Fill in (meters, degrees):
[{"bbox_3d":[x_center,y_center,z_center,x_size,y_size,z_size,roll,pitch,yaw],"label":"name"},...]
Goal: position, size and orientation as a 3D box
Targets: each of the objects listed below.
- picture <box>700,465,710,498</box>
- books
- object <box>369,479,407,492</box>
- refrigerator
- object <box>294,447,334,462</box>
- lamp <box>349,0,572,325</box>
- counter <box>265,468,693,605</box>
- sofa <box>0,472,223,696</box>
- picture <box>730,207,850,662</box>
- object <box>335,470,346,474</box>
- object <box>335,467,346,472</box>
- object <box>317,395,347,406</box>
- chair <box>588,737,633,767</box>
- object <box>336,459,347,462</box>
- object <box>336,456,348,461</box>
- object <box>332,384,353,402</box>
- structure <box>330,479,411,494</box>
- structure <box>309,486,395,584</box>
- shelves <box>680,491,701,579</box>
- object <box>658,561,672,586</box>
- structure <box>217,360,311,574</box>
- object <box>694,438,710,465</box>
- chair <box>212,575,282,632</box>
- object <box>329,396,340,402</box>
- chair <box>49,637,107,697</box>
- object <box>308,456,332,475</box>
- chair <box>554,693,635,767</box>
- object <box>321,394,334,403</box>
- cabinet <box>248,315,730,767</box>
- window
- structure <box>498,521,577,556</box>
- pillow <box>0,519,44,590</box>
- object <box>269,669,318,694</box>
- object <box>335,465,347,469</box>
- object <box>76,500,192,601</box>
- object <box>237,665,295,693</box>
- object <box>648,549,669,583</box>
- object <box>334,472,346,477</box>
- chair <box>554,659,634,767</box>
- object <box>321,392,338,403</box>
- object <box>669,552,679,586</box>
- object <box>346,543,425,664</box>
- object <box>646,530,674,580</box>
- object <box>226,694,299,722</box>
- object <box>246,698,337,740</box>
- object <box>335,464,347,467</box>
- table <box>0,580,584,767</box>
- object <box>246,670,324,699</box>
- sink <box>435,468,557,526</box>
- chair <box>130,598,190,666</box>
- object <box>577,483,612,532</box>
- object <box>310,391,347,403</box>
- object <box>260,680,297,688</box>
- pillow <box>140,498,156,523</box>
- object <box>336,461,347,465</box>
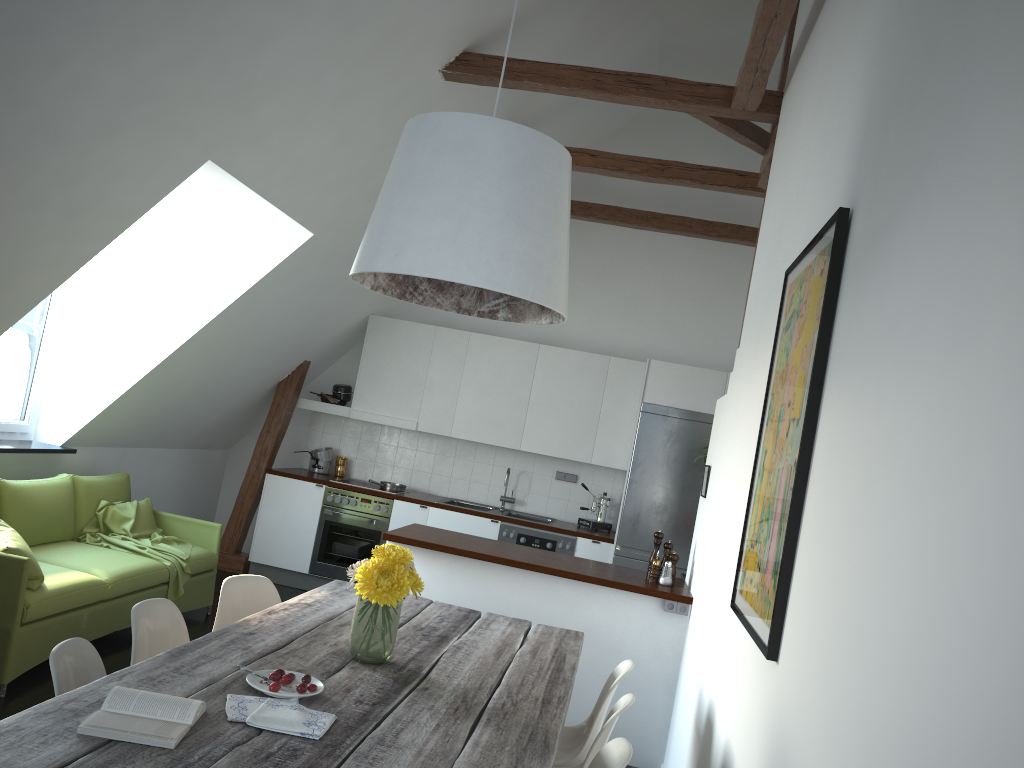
[{"bbox_3d":[1.093,0.549,5.003,0.023,0.182,0.250,10,-3,8],"label":"picture"},{"bbox_3d":[-0.815,0.733,1.979,0.202,0.042,0.251,11,-3,-4],"label":"books"},{"bbox_3d":[-1.079,0.864,7.618,0.351,0.061,0.232,12,-3,-18],"label":"object"},{"bbox_3d":[1.150,1.110,6.889,0.609,1.868,0.031,10,-3,8],"label":"refrigerator"},{"bbox_3d":[-1.769,0.625,7.901,0.371,0.169,0.203,12,-3,-20],"label":"object"},{"bbox_3d":[0.117,-1.638,2.905,0.757,2.813,0.697,13,-4,-32],"label":"lamp"},{"bbox_3d":[-0.508,0.952,6.334,3.365,0.038,3.085,10,-3,8],"label":"counter"},{"bbox_3d":[-2.516,0.991,5.066,0.898,0.825,2.093,10,-3,7],"label":"sofa"},{"bbox_3d":[0.814,0.153,2.673,0.036,1.181,0.808,10,-3,8],"label":"picture"},{"bbox_3d":[-1.537,0.788,7.930,0.100,0.048,0.099,9,-4,26],"label":"object"},{"bbox_3d":[-1.536,0.771,7.932,0.099,0.051,0.099,11,-3,-6],"label":"object"},{"bbox_3d":[-1.586,0.151,7.854,0.243,0.056,0.350,11,-3,-3],"label":"object"},{"bbox_3d":[-0.017,1.318,2.375,0.542,0.801,0.465,10,-3,4],"label":"chair"},{"bbox_3d":[-1.527,0.694,7.935,0.100,0.036,0.100,8,-4,37],"label":"object"},{"bbox_3d":[-1.522,0.674,7.935,0.100,0.047,0.099,11,-3,4],"label":"object"},{"bbox_3d":[-1.518,0.080,7.915,0.190,0.166,0.200,13,-4,-29],"label":"object"},{"bbox_3d":[-1.201,0.889,7.549,0.574,0.041,0.504,10,-3,8],"label":"structure"},{"bbox_3d":[-1.268,1.275,7.540,0.583,0.725,0.749,10,-3,8],"label":"structure"},{"bbox_3d":[1.413,0.994,5.386,0.660,0.553,0.408,10,-3,8],"label":"shelves"},{"bbox_3d":[0.845,1.033,4.843,0.069,0.135,0.069,12,-3,-17],"label":"object"},{"bbox_3d":[-3.176,0.098,1.614,1.023,1.963,12.350,10,-3,8],"label":"structure"},{"bbox_3d":[1.395,0.469,5.526,0.493,0.486,0.506,9,-4,28],"label":"object"},{"bbox_3d":[-0.951,1.204,3.449,0.542,0.801,0.465,9,-4,34],"label":"chair"},{"bbox_3d":[-1.582,0.130,7.857,0.065,0.031,0.335,13,-4,-34],"label":"object"},{"bbox_3d":[-1.007,1.129,2.352,0.542,0.801,0.465,11,-3,-6],"label":"chair"},{"bbox_3d":[-1.693,0.717,7.853,0.200,0.154,0.348,11,-3,-12],"label":"object"},{"bbox_3d":[0.063,1.364,2.903,0.542,0.801,0.465,10,-3,14],"label":"chair"},{"bbox_3d":[-1.628,0.123,7.808,0.065,0.065,0.332,12,-4,-25],"label":"object"},{"bbox_3d":[-0.033,0.755,6.314,4.208,2.369,3.033,10,-3,8],"label":"cabinet"},{"bbox_3d":[-0.414,-1.528,1.546,5.959,4.249,8.018,10,-3,8],"label":"window"},{"bbox_3d":[0.178,1.527,7.244,0.612,0.725,0.582,10,-3,8],"label":"structure"},{"bbox_3d":[-2.481,0.754,4.303,0.600,0.387,0.475,10,-3,5],"label":"pillow"},{"bbox_3d":[-0.587,0.795,2.365,0.132,0.034,0.144,12,-4,-20],"label":"object"},{"bbox_3d":[-1.534,0.750,7.936,0.099,0.043,0.100,11,-3,-4],"label":"object"},{"bbox_3d":[-2.313,1.043,5.676,0.722,0.493,0.711,11,-3,3],"label":"object"},{"bbox_3d":[-0.656,0.783,2.359,0.194,0.022,0.019,9,-4,24],"label":"object"},{"bbox_3d":[0.807,0.999,4.894,0.080,0.192,0.058,11,-3,-8],"label":"object"},{"bbox_3d":[-1.539,0.810,7.930,0.100,0.036,0.100,10,-3,5],"label":"object"},{"bbox_3d":[0.125,1.403,3.371,0.542,0.801,0.465,10,-3,9],"label":"chair"},{"bbox_3d":[-1.614,0.119,7.817,0.061,0.077,0.331,13,-4,-33],"label":"object"},{"bbox_3d":[0.886,1.019,4.909,0.058,0.184,0.058,10,-3,5],"label":"object"},{"bbox_3d":[-0.414,0.690,2.812,0.233,0.365,0.293,12,-4,-21],"label":"object"},{"bbox_3d":[0.837,0.964,4.977,0.123,0.283,0.061,10,-3,8],"label":"object"},{"bbox_3d":[-0.608,0.796,2.175,0.182,0.014,0.185,12,-3,-18],"label":"object"},{"bbox_3d":[-0.529,0.808,2.147,0.182,0.016,0.179,11,-3,3],"label":"object"},{"bbox_3d":[-1.531,0.729,7.937,0.099,0.057,0.101,10,-3,20],"label":"object"},{"bbox_3d":[-0.462,1.261,2.721,1.141,0.788,2.421,10,-3,8],"label":"table"},{"bbox_3d":[-0.604,0.803,2.356,0.205,0.024,0.205,11,-3,0],"label":"object"},{"bbox_3d":[-0.098,0.964,7.474,0.963,0.519,0.671,10,-3,8],"label":"sink"},{"bbox_3d":[-1.028,1.156,2.878,0.542,0.801,0.465,10,-3,9],"label":"chair"},{"bbox_3d":[0.692,1.040,7.506,0.353,0.370,0.206,13,-4,-35],"label":"object"},{"bbox_3d":[-1.648,0.127,7.903,0.357,0.075,0.244,12,-4,-21],"label":"object"},{"bbox_3d":[-0.619,0.797,2.358,0.110,0.011,0.058,10,-3,12],"label":"object"},{"bbox_3d":[-2.486,0.905,5.835,0.210,0.275,0.462,10,-3,6],"label":"pillow"},{"bbox_3d":[-1.530,0.710,7.934,0.100,0.036,0.100,12,-4,-25],"label":"object"}]
